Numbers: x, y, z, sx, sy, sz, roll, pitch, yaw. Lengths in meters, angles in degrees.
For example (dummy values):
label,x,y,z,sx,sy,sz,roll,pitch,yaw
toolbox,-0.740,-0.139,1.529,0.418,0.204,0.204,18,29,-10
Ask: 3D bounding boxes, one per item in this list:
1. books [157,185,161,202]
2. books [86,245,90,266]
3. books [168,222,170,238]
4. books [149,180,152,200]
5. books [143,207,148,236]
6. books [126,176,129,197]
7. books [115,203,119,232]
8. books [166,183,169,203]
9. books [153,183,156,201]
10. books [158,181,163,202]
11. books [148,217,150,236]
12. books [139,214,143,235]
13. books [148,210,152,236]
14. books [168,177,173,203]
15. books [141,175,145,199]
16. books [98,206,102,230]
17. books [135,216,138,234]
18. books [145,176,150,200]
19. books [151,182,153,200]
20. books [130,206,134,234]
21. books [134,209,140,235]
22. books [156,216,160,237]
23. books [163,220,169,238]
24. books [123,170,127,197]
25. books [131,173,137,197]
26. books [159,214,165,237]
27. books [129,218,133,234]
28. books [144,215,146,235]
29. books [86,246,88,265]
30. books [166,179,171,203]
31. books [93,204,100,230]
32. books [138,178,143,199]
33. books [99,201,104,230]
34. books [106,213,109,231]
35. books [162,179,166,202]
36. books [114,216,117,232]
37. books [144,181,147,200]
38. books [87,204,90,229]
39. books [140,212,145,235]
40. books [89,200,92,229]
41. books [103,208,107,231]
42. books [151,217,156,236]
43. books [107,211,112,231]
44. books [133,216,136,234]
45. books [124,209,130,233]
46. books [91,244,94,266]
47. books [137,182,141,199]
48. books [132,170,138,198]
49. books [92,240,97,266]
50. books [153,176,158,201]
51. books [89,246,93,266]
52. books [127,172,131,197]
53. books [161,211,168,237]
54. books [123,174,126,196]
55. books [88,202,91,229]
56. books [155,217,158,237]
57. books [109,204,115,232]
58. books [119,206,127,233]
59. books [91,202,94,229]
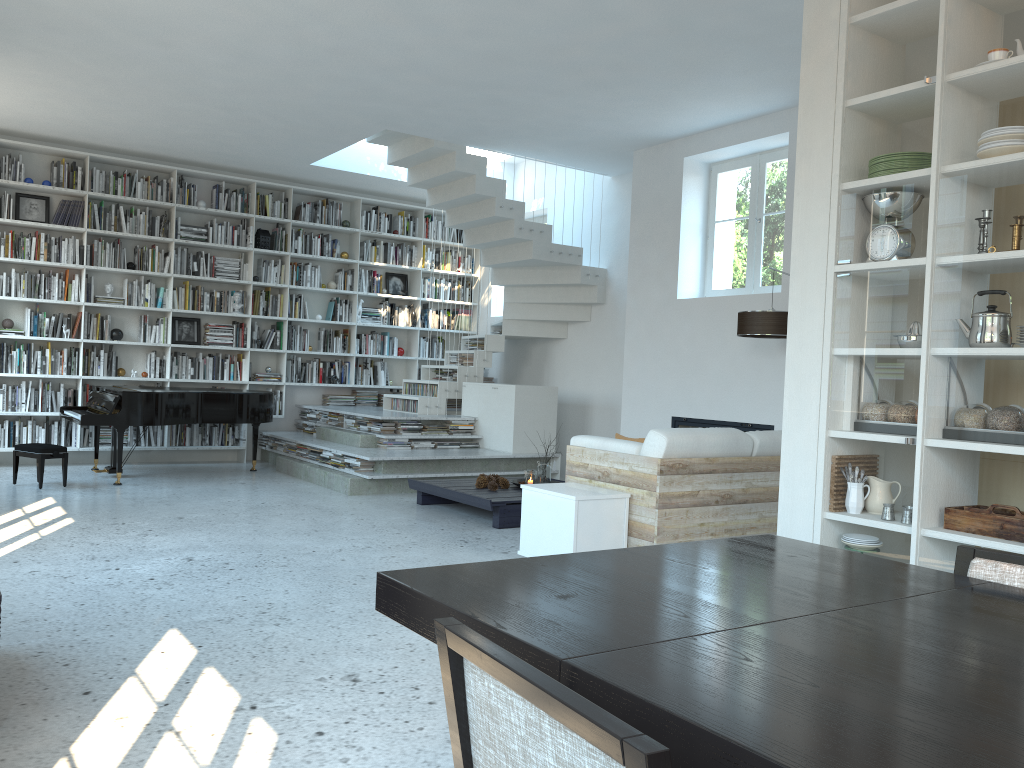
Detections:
label,x,y,z,sx,sy,sz,roll,pitch,yaw
books,-3.746,-1.992,9.369,0.031,0.185,0.176,2,1,-34
books,-4.332,-1.300,9.041,0.029,0.225,0.136,2,1,-34
books,-3.676,-1.627,9.476,0.019,0.194,0.098,2,1,-34
books,-3.820,-2.017,9.322,0.021,0.228,0.161,2,1,-34
books,-3.850,-1.693,9.314,0.011,0.313,0.183,2,1,-34
books,-4.008,-2.027,9.211,0.029,0.235,0.130,2,1,-34
books,-4.092,-1.703,9.179,0.013,0.315,0.135,2,1,-34
books,-3.674,-2.009,9.413,0.026,0.225,0.172,2,1,-34
books,-3.782,-2.001,9.330,0.026,0.200,0.187,2,1,-34
books,-3.727,-2.017,9.393,0.026,0.237,0.149,2,1,-34
books,-3.849,-1.643,9.343,0.024,0.213,0.150,2,1,-34
books,-3.896,-1.651,9.279,0.021,0.226,0.191,2,1,-34
books,-3.830,-1.681,9.356,0.022,0.290,0.146,2,1,-34
books,-3.642,-2.040,9.438,0.026,0.288,0.176,2,1,-34
books,-3.876,-2.039,9.297,0.014,0.269,0.156,2,1,-34
books,-4.219,-1.680,9.074,0.011,0.260,0.157,2,1,-34
books,-3.937,-1.643,9.265,0.010,0.208,0.173,2,1,-34
books,-3.830,-2.036,9.306,0.014,0.266,0.192,2,1,-34
books,-3.799,-2.005,9.322,0.013,0.207,0.178,2,1,-34
books,-3.965,-1.694,9.245,0.012,0.308,0.145,2,1,-34
books,-3.928,-1.682,9.285,0.026,0.286,0.137,2,1,-34
books,-3.769,-1.652,9.398,0.025,0.237,0.153,2,1,-34
books,-3.691,-1.636,9.457,0.028,0.212,0.134,2,1,-34
books,-4.016,-2.059,9.190,0.010,0.299,0.151,2,1,-34
books,-3.954,-2.044,9.226,0.052,0.273,0.172,2,1,-34
books,-3.724,-1.663,9.404,0.055,0.264,0.166,2,1,-34
books,-3.984,-1.631,9.235,0.028,0.180,0.168,2,1,-34
books,-3.867,-1.652,9.317,0.013,0.231,0.141,2,1,-34
books,-4.337,-1.291,9.009,0.015,0.208,0.186,2,1,-34
books,-3.661,-2.030,9.431,0.014,0.267,0.171,2,1,-34
books,-4.255,-1.688,9.058,0.067,0.274,0.167,2,1,-34
books,-3.893,-2.023,9.285,0.026,0.236,0.134,2,1,-34
books,-4.203,-1.707,9.072,0.012,0.315,0.171,2,1,-34
books,-4.174,-1.649,9.113,0.024,0.201,0.153,2,1,-34
books,-3.708,-2.029,9.415,0.030,0.261,0.151,2,1,-34
books,-4.110,-1.636,9.161,0.034,0.180,0.160,2,1,-34
books,-3.864,-2.011,9.317,0.029,0.213,0.141,2,1,-34
books,-4.312,-1.681,8.996,0.023,0.256,0.174,2,1,-34
books,-3.886,-1.668,9.308,0.028,0.261,0.135,2,1,-34
books,-4.305,-1.708,9.042,0.014,0.309,0.130,2,1,-34
books,-4.188,-1.669,9.086,0.031,0.242,0.181,2,1,-34
books,-3.799,-1.643,9.355,0.030,0.218,0.182,2,1,-34
books,-4.148,-1.656,9.122,0.029,0.219,0.157,2,1,-34
books,-3.966,-1.647,9.278,0.024,0.212,0.128,2,1,-34
books,-4.008,-1.674,9.225,0.027,0.265,0.168,2,1,-34
books,-4.287,-1.305,9.054,0.012,0.240,0.134,2,1,-34
books,-3.913,-2.001,9.263,0.031,0.190,0.181,2,1,-34
books,-3.933,-2.064,9.255,0.014,0.315,0.166,2,1,-34
books,-4.267,-1.324,9.059,0.026,0.279,0.151,2,1,-34
books,-3.765,-2.043,9.361,0.013,0.285,0.159,2,1,-34
books,-4.310,-1.296,9.055,0.024,0.219,0.140,2,1,-34
books,-3.982,-2.046,9.210,0.013,0.276,0.164,2,1,-34
books,-3.711,-1.682,9.412,0.058,0.302,0.175,2,1,-34
books,-4.025,-2.036,9.182,0.013,0.251,0.183,2,1,-34
books,-4.304,-1.695,9.018,0.013,0.283,0.158,2,1,-34
books,-3.779,-1.645,9.373,0.022,0.222,0.161,2,1,-34
books,-4.125,-1.693,9.135,0.023,0.293,0.155,2,1,-34
books,-4.041,-1.686,9.183,0.075,0.285,0.178,2,1,-34
books,-4.283,-1.696,9.031,0.010,0.287,0.148,2,1,-34
